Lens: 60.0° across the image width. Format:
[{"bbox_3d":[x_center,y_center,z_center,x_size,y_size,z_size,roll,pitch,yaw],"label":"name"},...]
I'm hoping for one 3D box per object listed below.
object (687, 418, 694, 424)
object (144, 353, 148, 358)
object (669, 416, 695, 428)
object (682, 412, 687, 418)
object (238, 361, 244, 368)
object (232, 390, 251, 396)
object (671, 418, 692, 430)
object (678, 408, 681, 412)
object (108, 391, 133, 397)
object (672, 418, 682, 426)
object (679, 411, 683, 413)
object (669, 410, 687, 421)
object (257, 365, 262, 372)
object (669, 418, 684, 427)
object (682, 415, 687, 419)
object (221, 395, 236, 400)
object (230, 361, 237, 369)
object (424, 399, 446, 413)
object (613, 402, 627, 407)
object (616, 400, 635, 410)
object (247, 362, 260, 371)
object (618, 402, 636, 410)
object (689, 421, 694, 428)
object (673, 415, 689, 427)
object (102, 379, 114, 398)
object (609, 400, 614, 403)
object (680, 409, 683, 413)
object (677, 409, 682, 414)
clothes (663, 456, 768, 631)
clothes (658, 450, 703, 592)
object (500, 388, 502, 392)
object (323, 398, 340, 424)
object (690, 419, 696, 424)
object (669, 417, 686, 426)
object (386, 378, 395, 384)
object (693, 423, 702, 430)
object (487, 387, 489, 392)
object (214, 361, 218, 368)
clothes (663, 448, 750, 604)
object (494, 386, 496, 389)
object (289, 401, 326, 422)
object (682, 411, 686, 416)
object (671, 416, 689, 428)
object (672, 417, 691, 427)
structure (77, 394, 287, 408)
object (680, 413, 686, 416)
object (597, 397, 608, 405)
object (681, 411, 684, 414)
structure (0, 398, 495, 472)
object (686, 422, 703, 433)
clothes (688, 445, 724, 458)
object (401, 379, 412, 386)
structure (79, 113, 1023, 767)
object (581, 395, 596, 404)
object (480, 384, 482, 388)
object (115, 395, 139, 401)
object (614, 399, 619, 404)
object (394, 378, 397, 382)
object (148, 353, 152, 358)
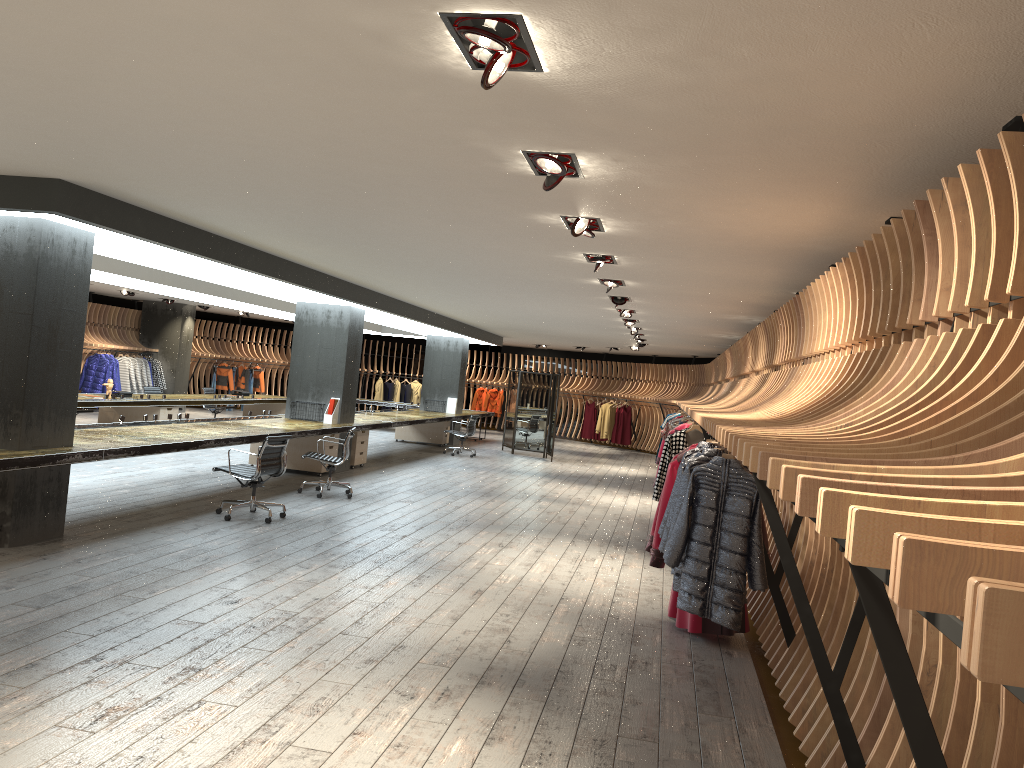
[{"bbox_3d":[2.194,0.515,10.887,0.525,0.270,0.012,6,-1,40],"label":"object"},{"bbox_3d":[-9.122,-0.614,22.128,0.516,0.316,0.012,6,-1,10],"label":"object"},{"bbox_3d":[2.463,0.518,12.327,0.549,0.243,0.023,6,-1,12],"label":"object"},{"bbox_3d":[2.816,0.559,14.356,0.525,0.270,0.012,6,-1,10],"label":"object"},{"bbox_3d":[-7.826,-0.526,25.680,0.525,0.270,0.012,6,-1,30],"label":"object"},{"bbox_3d":[-5.862,0.200,19.189,0.261,0.111,0.372,6,0,10],"label":"object"},{"bbox_3d":[2.457,0.528,12.133,0.547,0.262,0.023,6,-1,12],"label":"object"},{"bbox_3d":[3.753,0.634,19.743,0.525,0.270,0.012,6,-1,0],"label":"object"},{"bbox_3d":[-6.489,0.166,14.663,0.262,0.088,0.372,6,0,10],"label":"object"},{"bbox_3d":[2.620,0.530,13.227,0.023,0.243,0.549,6,0,-43],"label":"object"},{"bbox_3d":[3.519,0.624,18.428,0.524,0.284,0.014,6,-1,20],"label":"object"},{"bbox_3d":[3.107,0.584,16.011,0.525,0.270,0.012,6,-1,15],"label":"object"},{"bbox_3d":[-7.490,-0.497,26.104,0.525,0.270,0.012,6,-1,40],"label":"object"},{"bbox_3d":[2.561,0.527,12.869,0.549,0.243,0.023,6,-1,17],"label":"object"},{"bbox_3d":[2.772,0.563,14.147,0.524,0.286,0.015,6,-1,-5],"label":"object"},{"bbox_3d":[-5.553,0.262,17.249,0.302,0.071,0.209,6,0,5],"label":"object"},{"bbox_3d":[-7.993,-0.555,25.440,0.023,0.243,0.549,6,0,7],"label":"object"},{"bbox_3d":[-1.784,0.517,20.597,0.459,0.290,0.329,6,0,13],"label":"object"},{"bbox_3d":[3.108,0.553,25.047,0.525,0.270,0.012,6,-1,-15],"label":"object"},{"bbox_3d":[3.191,0.562,24.910,0.525,0.270,0.012,6,-1,10],"label":"object"},{"bbox_3d":[-7.645,-0.522,25.918,0.549,0.243,0.023,6,-1,-13],"label":"object"},{"bbox_3d":[3.233,0.566,24.818,0.525,0.270,0.012,6,-1,-15],"label":"object"},{"bbox_3d":[2.015,0.500,9.839,0.525,0.270,0.012,6,-1,10],"label":"object"},{"bbox_3d":[2.584,0.527,13.025,0.549,0.243,0.023,6,-1,-28],"label":"object"},{"bbox_3d":[-6.428,0.068,14.109,0.097,0.301,0.320,6,0,-6],"label":"object"},{"bbox_3d":[2.866,0.524,25.440,0.525,0.270,0.012,6,-1,10],"label":"object"},{"bbox_3d":[3.470,0.615,18.037,0.525,0.270,0.012,6,-1,15],"label":"object"},{"bbox_3d":[3.609,0.630,19.006,0.524,0.289,0.015,6,-1,20],"label":"object"},{"bbox_3d":[1.057,0.806,4.656,0.181,0.854,0.683,6,-1,-37],"label":"clothes"},{"bbox_3d":[1.141,0.811,5.104,0.585,0.854,0.211,5,-1,37],"label":"clothes"},{"bbox_3d":[-0.338,0.202,27.934,0.012,0.270,0.525,6,0,-10],"label":"object"},{"bbox_3d":[-2.704,0.402,13.303,0.129,0.383,0.239,5,-1,10],"label":"object"},{"bbox_3d":[2.285,0.523,11.198,0.525,0.270,0.012,6,-1,30],"label":"object"},{"bbox_3d":[2.603,0.533,13.132,0.549,0.250,0.023,6,-1,12],"label":"object"},{"bbox_3d":[-3.873,-0.146,28.191,0.012,0.270,0.525,6,-1,-45],"label":"object"},{"bbox_3d":[2.099,0.507,10.155,0.525,0.270,0.012,6,-1,30],"label":"object"},{"bbox_3d":[-0.789,0.157,28.094,0.012,0.270,0.525,5,0,15],"label":"object"},{"bbox_3d":[-8.308,-0.584,24.923,0.023,0.243,0.549,6,0,-8],"label":"object"},{"bbox_3d":[1.137,0.788,4.978,0.530,0.856,0.234,6,-1,9],"label":"clothes"},{"bbox_3d":[-0.553,0.181,28.008,0.012,0.270,0.524,5,0,40],"label":"object"},{"bbox_3d":[-3.067,0.417,13.309,0.459,0.290,0.329,6,0,8],"label":"object"},{"bbox_3d":[2.970,0.572,15.236,0.525,0.270,0.012,6,-1,10],"label":"object"},{"bbox_3d":[2.536,0.526,12.765,0.549,0.243,0.023,6,-1,-18],"label":"object"},{"bbox_3d":[2.534,0.533,12.643,0.548,0.256,0.023,6,-1,36],"label":"object"},{"bbox_3d":[-6.224,0.561,15.701,1.162,0.844,10.447,6,0,10],"label":"structure"},{"bbox_3d":[3.194,0.589,16.482,0.525,0.270,0.012,6,-1,20],"label":"object"},{"bbox_3d":[2.696,0.510,25.692,0.525,0.270,0.012,6,-1,-25],"label":"object"},{"bbox_3d":[3.268,0.595,16.910,0.525,0.270,0.012,6,-1,10],"label":"object"},{"bbox_3d":[-4.461,0.736,15.168,4.837,0.844,18.468,6,0,10],"label":"structure"},{"bbox_3d":[2.002,0.500,9.658,0.525,0.270,0.012,6,-1,0],"label":"object"},{"bbox_3d":[1.181,0.790,5.276,0.511,0.854,0.227,5,-1,31],"label":"clothes"},{"bbox_3d":[-3.378,-0.098,28.267,0.525,0.270,0.012,6,-1,35],"label":"object"},{"bbox_3d":[-4.439,-0.116,11.057,14.886,2.440,36.539,6,0,10],"label":"structure"},{"bbox_3d":[2.319,0.472,26.128,0.525,0.270,0.012,6,-1,10],"label":"object"},{"bbox_3d":[-0.977,0.139,28.126,0.012,0.270,0.525,5,0,25],"label":"object"},{"bbox_3d":[-6.113,0.219,14.080,0.302,0.074,0.217,6,0,5],"label":"object"},{"bbox_3d":[2.978,0.536,25.248,0.524,0.270,0.012,6,-1,-40],"label":"object"},{"bbox_3d":[-3.681,-0.127,28.237,0.012,0.270,0.525,6,0,-35],"label":"object"},{"bbox_3d":[-9.093,-0.614,22.314,0.518,0.313,0.012,6,-1,10],"label":"object"}]
